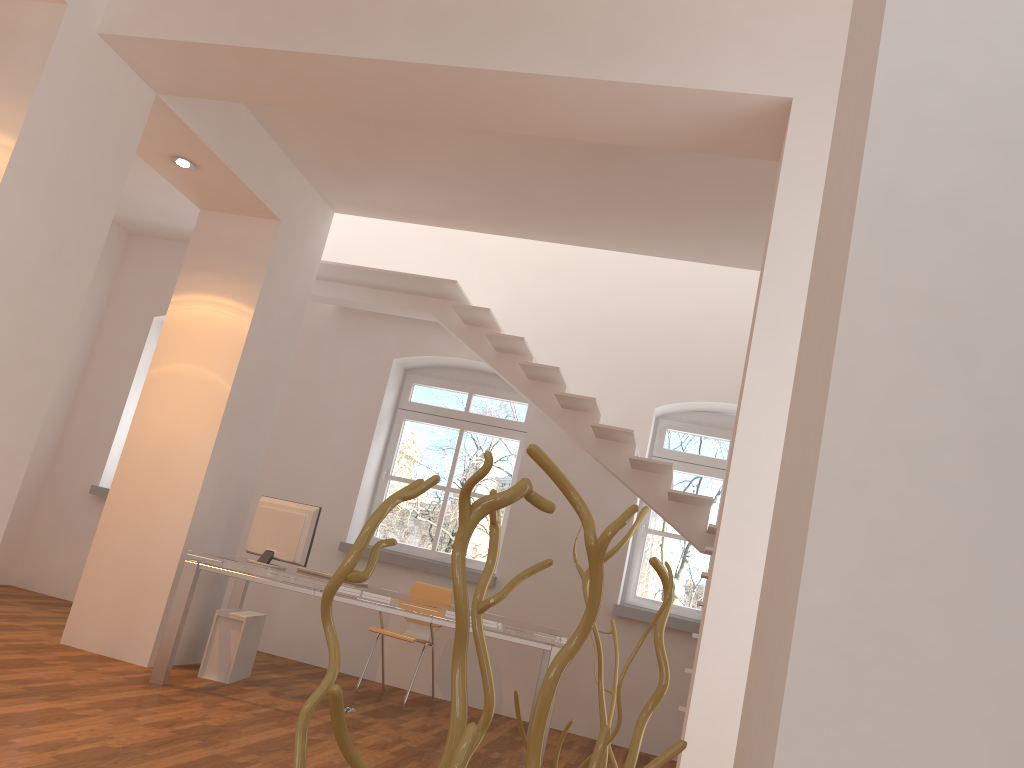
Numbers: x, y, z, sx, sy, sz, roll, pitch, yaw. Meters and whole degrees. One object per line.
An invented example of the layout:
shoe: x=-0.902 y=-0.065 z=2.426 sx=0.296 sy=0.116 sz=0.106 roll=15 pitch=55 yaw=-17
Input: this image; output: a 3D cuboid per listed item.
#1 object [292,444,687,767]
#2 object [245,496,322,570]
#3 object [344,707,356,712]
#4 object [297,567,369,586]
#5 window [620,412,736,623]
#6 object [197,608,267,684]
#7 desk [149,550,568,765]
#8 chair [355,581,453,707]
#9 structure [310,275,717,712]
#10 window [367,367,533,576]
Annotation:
object: x=-0.008 y=0.622 z=0.881 sx=0.284 sy=1.112 sz=0.655 roll=4 pitch=-15 yaw=33
object: x=-1.490 y=0.930 z=5.573 sx=0.516 sy=0.418 sz=0.245 roll=1 pitch=-17 yaw=42
object: x=-1.013 y=2.024 z=5.509 sx=0.054 sy=0.035 sz=0.115 roll=8 pitch=-14 yaw=23
object: x=-1.185 y=1.270 z=5.866 sx=0.467 sy=0.031 sz=0.200 roll=8 pitch=-14 yaw=23
window: x=1.688 y=1.090 z=7.242 sx=1.308 sy=1.737 sz=0.142 roll=10 pitch=-13 yaw=13
object: x=-1.807 y=1.696 z=5.762 sx=0.200 sy=0.422 sz=0.474 roll=12 pitch=-13 yaw=3
desk: x=-0.855 y=1.675 z=5.511 sx=2.239 sy=0.750 sz=1.092 roll=12 pitch=-13 yaw=3
chair: x=-0.765 y=1.859 z=6.445 sx=0.495 sy=0.829 sz=0.464 roll=6 pitch=-14 yaw=28
structure: x=0.012 y=0.673 z=5.485 sx=4.630 sy=3.042 sz=3.450 roll=10 pitch=-13 yaw=13
window: x=-0.512 y=0.704 z=7.759 sx=1.308 sy=1.737 sz=0.142 roll=10 pitch=-13 yaw=13
